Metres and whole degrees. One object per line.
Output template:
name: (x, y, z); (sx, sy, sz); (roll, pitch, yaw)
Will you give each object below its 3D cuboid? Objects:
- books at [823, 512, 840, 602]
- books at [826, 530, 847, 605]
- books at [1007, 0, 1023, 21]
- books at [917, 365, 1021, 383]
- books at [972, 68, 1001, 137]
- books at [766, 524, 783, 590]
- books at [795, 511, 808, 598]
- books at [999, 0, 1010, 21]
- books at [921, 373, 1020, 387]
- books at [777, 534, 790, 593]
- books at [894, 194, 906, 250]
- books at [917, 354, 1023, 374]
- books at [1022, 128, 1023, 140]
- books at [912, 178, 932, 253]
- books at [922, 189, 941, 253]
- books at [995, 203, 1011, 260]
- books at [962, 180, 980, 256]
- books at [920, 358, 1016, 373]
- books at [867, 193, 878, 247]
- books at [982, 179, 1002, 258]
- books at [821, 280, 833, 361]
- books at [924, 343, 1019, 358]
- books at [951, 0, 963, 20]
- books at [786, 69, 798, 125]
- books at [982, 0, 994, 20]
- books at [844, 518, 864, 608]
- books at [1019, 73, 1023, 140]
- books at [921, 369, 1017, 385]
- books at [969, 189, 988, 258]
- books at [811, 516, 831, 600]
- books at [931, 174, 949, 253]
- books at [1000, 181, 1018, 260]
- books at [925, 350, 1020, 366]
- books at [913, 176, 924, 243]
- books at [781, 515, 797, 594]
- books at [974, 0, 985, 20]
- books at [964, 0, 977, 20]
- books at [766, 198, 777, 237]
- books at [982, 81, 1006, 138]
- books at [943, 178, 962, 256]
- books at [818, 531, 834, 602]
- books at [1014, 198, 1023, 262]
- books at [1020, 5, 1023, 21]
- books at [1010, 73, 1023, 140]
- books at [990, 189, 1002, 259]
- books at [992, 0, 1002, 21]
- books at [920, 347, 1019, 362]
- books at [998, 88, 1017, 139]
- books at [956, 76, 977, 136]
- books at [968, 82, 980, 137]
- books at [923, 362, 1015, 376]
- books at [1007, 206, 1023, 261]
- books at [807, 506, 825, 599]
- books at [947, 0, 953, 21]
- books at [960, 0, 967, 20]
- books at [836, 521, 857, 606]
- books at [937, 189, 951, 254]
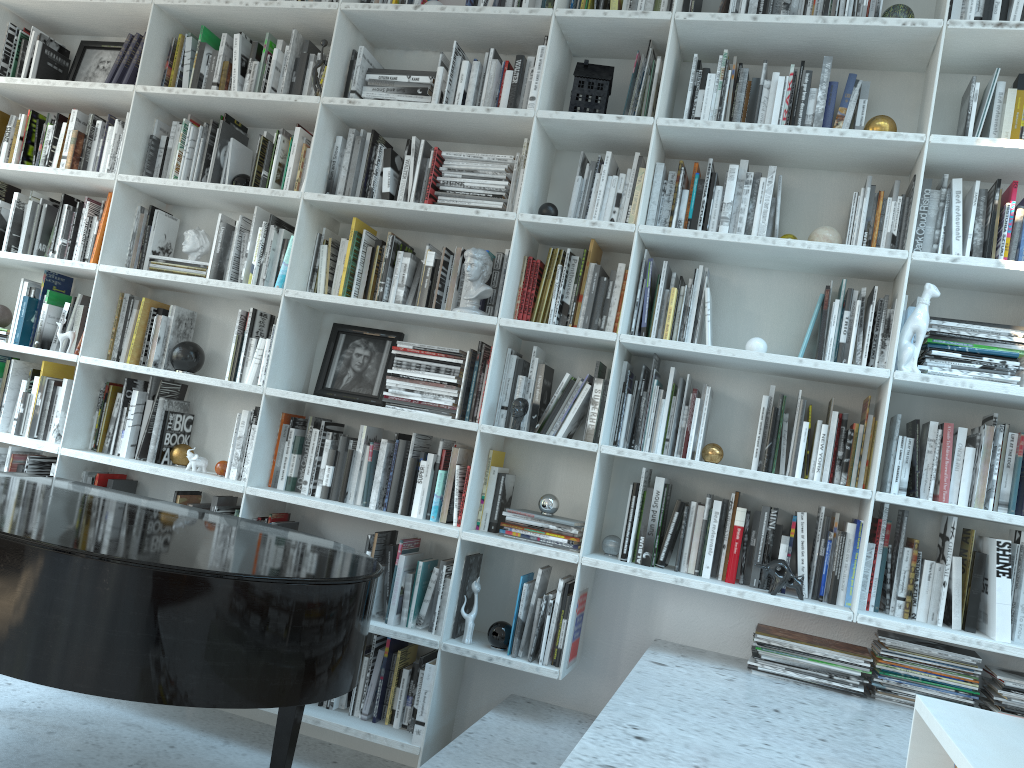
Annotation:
books: (1.028, 0.555, 2.872); (0.012, 0.282, 0.143); (9, -4, 17)
books: (1.033, 0.581, 2.835); (0.025, 0.228, 0.176); (9, -4, 17)
books: (1.625, -1.204, 2.877); (0.048, 0.278, 0.150); (9, -4, 17)
books: (1.431, -0.024, 2.802); (0.285, 0.012, 0.159); (8, -5, 22)
books: (1.515, -0.853, 2.873); (0.051, 0.282, 0.167); (9, -4, 17)
books: (0.859, 0.564, 2.904); (0.022, 0.211, 0.136); (9, -4, 17)
books: (0.937, 0.547, 2.874); (0.070, 0.266, 0.186); (9, -4, 17)
books: (1.592, -1.194, 2.903); (0.027, 0.249, 0.140); (9, -4, 17)
books: (1.428, 0.000, 2.803); (0.285, 0.012, 0.159); (8, -4, 21)
books: (0.877, 0.581, 2.890); (0.025, 0.181, 0.169); (9, -4, 17)
books: (1.259, -0.491, 2.911); (0.013, 0.220, 0.155); (9, -4, 17)
books: (1.441, -0.059, 2.811); (0.285, 0.012, 0.159); (9, -4, 15)
books: (1.632, -0.805, 2.833); (0.030, 0.224, 0.158); (9, -4, 17)
books: (1.326, -0.512, 2.901); (0.031, 0.284, 0.137); (9, -4, 17)
books: (1.355, -0.491, 2.899); (0.030, 0.253, 0.128); (9, -4, 17)
books: (1.533, -0.443, 2.805); (0.013, 0.207, 0.190); (9, -4, 17)
books: (1.464, -0.491, 2.857); (0.012, 0.285, 0.159); (9, -4, 17)
books: (1.437, -0.047, 2.810); (0.254, 0.012, 0.161); (9, -4, 19)
books: (1.187, -0.504, 2.951); (0.011, 0.227, 0.131); (9, -4, 17)
books: (1.513, -0.486, 2.829); (0.012, 0.287, 0.176); (9, -4, 17)
books: (1.041, -0.187, 2.948); (0.016, 0.290, 0.135); (9, -4, 17)
books: (1.447, -0.095, 2.806); (0.254, 0.012, 0.161); (8, -5, 22)
books: (1.460, -1.238, 2.932); (0.028, 0.294, 0.150); (9, -4, 17)
books: (0.960, -0.931, 3.067); (0.010, 0.271, 0.120); (9, -4, 17)
books: (1.536, -1.200, 2.893); (0.026, 0.241, 0.185); (9, -4, 17)
books: (1.086, 0.567, 2.829); (0.025, 0.272, 0.171); (9, -4, 17)
books: (1.618, -0.844, 2.842); (0.011, 0.296, 0.163); (9, -4, 17)
books: (1.430, -0.012, 2.804); (0.254, 0.012, 0.161); (9, -4, 13)
books: (1.492, -0.478, 2.859); (0.043, 0.268, 0.131); (9, -4, 17)
books: (0.995, 0.558, 2.867); (0.021, 0.264, 0.150); (9, -4, 17)
books: (1.376, -0.513, 2.882); (0.015, 0.300, 0.140); (9, -4, 17)
books: (1.556, -0.478, 2.814); (0.014, 0.284, 0.175); (9, -4, 17)
books: (1.441, -0.071, 2.805); (0.254, 0.012, 0.161); (9, -4, 12)
books: (1.302, -0.517, 2.893); (0.012, 0.285, 0.159); (9, -4, 17)
books: (0.901, 0.551, 2.889); (0.012, 0.249, 0.164); (9, -4, 17)
books: (1.514, -1.208, 2.905); (0.025, 0.250, 0.178); (9, -4, 17)
books: (1.482, -1.179, 2.899); (0.022, 0.182, 0.190); (9, -4, 17)
books: (0.886, -0.531, 3.040); (0.015, 0.189, 0.104); (9, -4, 17)
books: (1.551, -0.830, 2.870); (0.026, 0.250, 0.130); (9, -4, 17)
books: (1.423, -0.500, 2.864); (0.065, 0.288, 0.146); (9, -4, 17)
books: (1.004, 0.581, 2.849); (0.013, 0.220, 0.168); (9, -4, 17)
books: (1.602, -0.455, 2.802); (0.021, 0.253, 0.167); (9, -4, 17)
books: (1.659, -1.175, 2.866); (0.030, 0.231, 0.148); (9, -4, 17)
books: (1.596, -0.830, 2.838); (0.026, 0.261, 0.167); (9, -4, 17)
books: (1.530, -0.472, 2.836); (0.020, 0.267, 0.152); (9, -4, 17)
books: (1.561, -1.190, 2.893); (0.024, 0.231, 0.169); (9, -4, 17)
books: (1.446, -0.082, 2.816); (0.254, 0.012, 0.161); (9, -4, 17)
books: (1.565, -0.808, 2.839); (0.025, 0.207, 0.175); (9, -4, 17)
books: (1.471, -0.845, 2.887); (0.012, 0.254, 0.161); (9, -4, 17)
books: (1.480, -0.835, 2.881); (0.013, 0.236, 0.142); (9, -4, 17)
books: (1.434, -0.036, 2.805); (0.254, 0.012, 0.161); (8, -4, 21)
books: (1.573, -0.439, 2.809); (0.033, 0.213, 0.153); (9, -4, 17)
books: (0.981, 0.541, 2.872); (0.013, 0.293, 0.135); (9, -4, 17)
books: (1.427, -1.205, 2.931); (0.023, 0.219, 0.172); (9, -4, 17)
books: (1.480, -1.219, 2.934); (0.014, 0.264, 0.140); (9, -4, 17)
books: (1.061, 0.571, 2.835); (0.026, 0.258, 0.157); (9, -4, 17)
books: (1.381, -0.486, 2.868); (0.011, 0.247, 0.156); (9, -4, 17)
